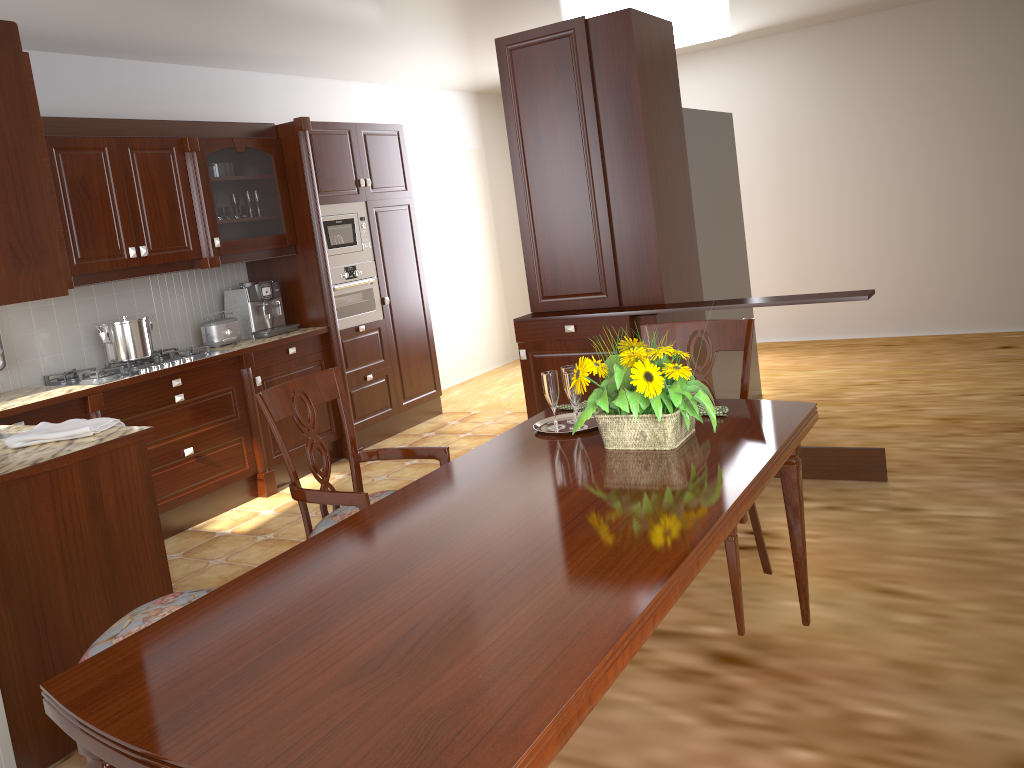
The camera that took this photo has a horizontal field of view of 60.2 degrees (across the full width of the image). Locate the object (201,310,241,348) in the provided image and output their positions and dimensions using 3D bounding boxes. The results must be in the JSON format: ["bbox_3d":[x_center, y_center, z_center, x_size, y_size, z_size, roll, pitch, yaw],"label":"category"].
[{"bbox_3d":[-1.627,-0.309,4.945,0.140,0.186,0.246,-3,10,32],"label":"object"}]

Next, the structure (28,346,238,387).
[{"bbox_3d":[-1.888,-0.102,4.444,0.589,0.046,0.826,-1,12,31],"label":"structure"}]

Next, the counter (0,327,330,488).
[{"bbox_3d":[-1.508,-0.013,3.889,1.821,0.032,2.819,-1,12,31],"label":"counter"}]

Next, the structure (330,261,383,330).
[{"bbox_3d":[-0.978,-0.553,5.498,0.041,0.371,0.500,-4,10,31],"label":"structure"}]

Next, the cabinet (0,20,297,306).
[{"bbox_3d":[-1.449,-0.845,3.694,1.366,0.771,2.817,-2,12,31],"label":"cabinet"}]

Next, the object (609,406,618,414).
[{"bbox_3d":[0.314,0.043,2.390,0.046,0.046,0.148,0,13,44],"label":"object"}]

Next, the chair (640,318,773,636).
[{"bbox_3d":[0.482,0.229,2.422,0.403,0.739,0.465,-3,9,31],"label":"chair"}]

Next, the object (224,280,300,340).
[{"bbox_3d":[-1.476,-0.443,5.190,0.323,0.319,0.278,-3,10,31],"label":"object"}]

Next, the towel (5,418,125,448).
[{"bbox_3d":[-1.436,0.165,2.858,0.330,0.096,0.347,-9,10,-6],"label":"towel"}]

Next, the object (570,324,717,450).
[{"bbox_3d":[0.310,0.000,2.024,0.317,0.334,0.303,-4,9,23],"label":"object"}]

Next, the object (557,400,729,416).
[{"bbox_3d":[0.336,0.045,2.349,0.528,0.056,0.168,3,15,44],"label":"object"}]

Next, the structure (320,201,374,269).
[{"bbox_3d":[-1.164,-0.921,5.538,0.316,0.382,0.501,-3,10,31],"label":"structure"}]

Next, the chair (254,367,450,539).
[{"bbox_3d":[-0.377,0.345,2.424,0.458,0.739,0.409,-4,8,28],"label":"chair"}]

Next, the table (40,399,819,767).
[{"bbox_3d":[0.085,0.505,1.735,0.733,0.552,1.699,-2,12,31],"label":"table"}]
